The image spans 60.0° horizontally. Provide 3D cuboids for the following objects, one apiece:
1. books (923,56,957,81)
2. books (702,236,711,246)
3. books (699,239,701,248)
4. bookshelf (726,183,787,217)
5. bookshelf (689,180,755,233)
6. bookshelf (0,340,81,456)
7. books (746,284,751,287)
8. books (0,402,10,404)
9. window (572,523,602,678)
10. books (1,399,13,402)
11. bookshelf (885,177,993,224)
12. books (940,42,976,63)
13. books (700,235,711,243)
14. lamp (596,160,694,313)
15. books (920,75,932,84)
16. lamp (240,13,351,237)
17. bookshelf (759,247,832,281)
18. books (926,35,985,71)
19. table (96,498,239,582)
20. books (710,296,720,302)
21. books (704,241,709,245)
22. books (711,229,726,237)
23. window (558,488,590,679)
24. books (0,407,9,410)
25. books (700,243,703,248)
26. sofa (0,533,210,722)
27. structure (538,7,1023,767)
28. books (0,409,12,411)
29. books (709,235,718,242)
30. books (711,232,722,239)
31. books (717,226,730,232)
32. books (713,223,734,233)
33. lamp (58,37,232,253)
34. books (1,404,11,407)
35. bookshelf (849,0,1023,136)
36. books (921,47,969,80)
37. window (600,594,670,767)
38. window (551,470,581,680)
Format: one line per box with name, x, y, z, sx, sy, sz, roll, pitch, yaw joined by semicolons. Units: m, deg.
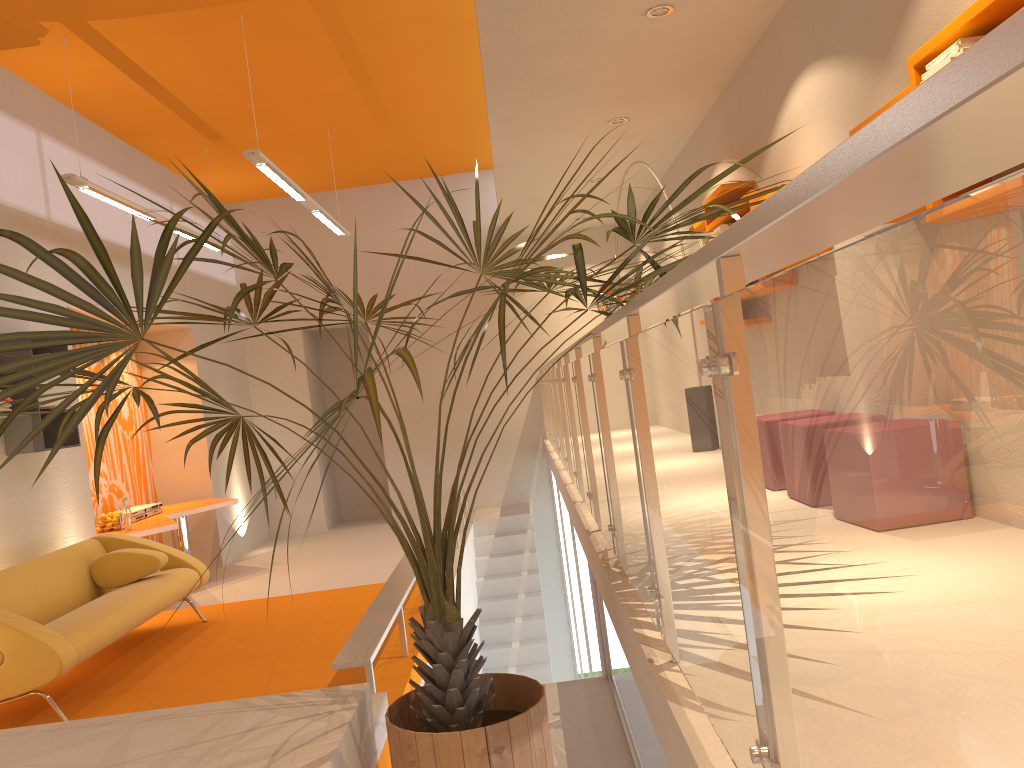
books;1.456;-0.998;2.775;0.254;0.015;0.190;-7;0;2
books;1.489;-0.970;6.396;0.207;0.210;0.021;-7;0;0
books;1.494;-0.979;6.488;0.230;0.227;0.017;-7;0;0
bookshelf;1.502;-1.028;5.157;0.220;0.220;1.150;-7;0;0
bookshelf;1.486;-1.204;6.338;0.220;0.220;1.150;-7;0;0
bookshelf;-3.254;0.066;5.320;0.252;0.790;2.000;-7;0;0
books;1.518;-0.662;6.187;0.230;0.017;0.227;-7;0;-5
books;-3.221;0.130;5.394;0.230;0.017;0.226;-7;0;-10
window;-0.152;2.057;2.389;0.481;5.399;8.922;-7;0;13
books;-3.214;0.114;5.398;0.210;0.013;0.297;-7;0;-5
bookshelf;1.535;-0.676;3.059;0.220;0.220;1.150;-7;0;0
books;1.457;-1.031;2.793;0.190;0.015;0.254;-7;0;7
books;1.501;-0.980;6.470;0.230;0.227;0.017;-7;0;0
lamp;1.050;-0.523;6.511;0.315;2.259;2.077;-7;0;23
books;1.451;-0.982;2.778;0.254;0.015;0.190;-7;0;-4
lamp;-1.780;-2.013;7.464;0.120;1.052;3.195;-7;0;0
bookshelf;1.548;-0.674;5.156;0.220;0.220;1.150;-7;0;0
books;1.468;-1.048;2.789;0.230;0.017;0.226;-7;0;0
table;-3.211;1.599;8.195;0.969;0.760;2.573;-7;0;0
books;1.516;-0.605;6.184;0.210;0.013;0.297;-7;0;0
books;1.506;-0.951;6.365;0.230;0.169;0.023;-7;0;0
books;1.477;-1.018;5.936;0.227;0.017;0.230;-7;0;-5
window;0.697;2.782;7.988;0.006;3.760;2.311;-7;0;0
books;-3.206;0.160;5.384;0.190;0.015;0.254;-7;0;-9
books;1.496;-0.950;6.447;0.230;0.169;0.027;-7;0;0
sofa;-2.643;1.389;5.357;0.929;0.706;2.081;-7;0;0
structure;0.438;0.240;5.718;0.195;0.900;11.050;-7;0;0
books;-3.207;0.173;5.394;0.190;0.011;0.268;-7;0;-3
books;1.470;-0.986;5.926;0.254;0.015;0.190;-7;0;-4
books;1.475;-1.002;5.923;0.254;0.015;0.190;-7;0;2
books;1.476;-1.034;5.941;0.190;0.015;0.254;-7;0;7
books;1.487;-1.052;5.936;0.230;0.017;0.227;-7;0;0
lamp;-2.998;-1.854;7.471;0.120;1.052;3.195;-7;0;0
books;-3.206;0.145;5.392;0.190;0.015;0.254;-7;0;-3
bookshelf;1.488;-1.030;3.060;0.220;0.220;1.150;-7;0;0
books;1.458;-1.015;2.788;0.227;0.017;0.230;-7;0;-5
window;-0.298;0.866;1.155;0.908;1.393;6.719;-7;0;20
window;0.711;2.785;10.222;0.006;3.760;2.078;-7;0;0
